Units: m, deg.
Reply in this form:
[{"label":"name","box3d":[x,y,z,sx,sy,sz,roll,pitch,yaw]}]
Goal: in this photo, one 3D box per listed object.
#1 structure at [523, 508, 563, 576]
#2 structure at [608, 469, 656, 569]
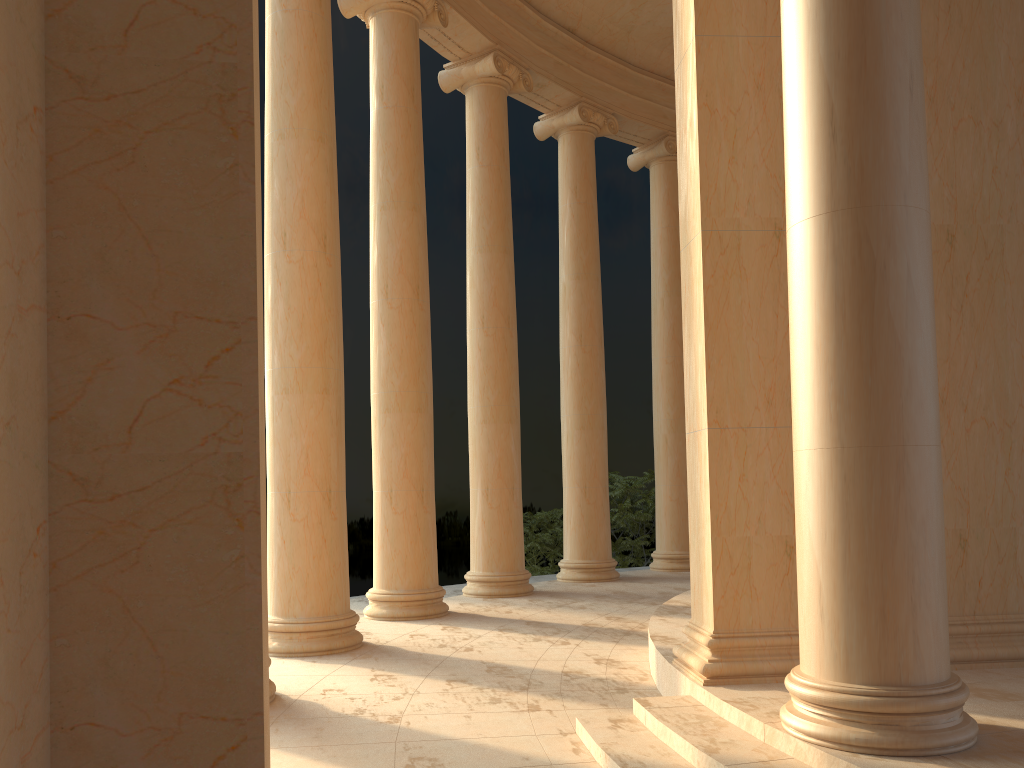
[{"label":"structure","box3d":[41.337,308.374,1516.655,149.270,187.729,156.228,-2,-4,7]},{"label":"structure","box3d":[229.191,301.343,1604.132,247.127,298.541,238.593,-1,-4,-2]}]
